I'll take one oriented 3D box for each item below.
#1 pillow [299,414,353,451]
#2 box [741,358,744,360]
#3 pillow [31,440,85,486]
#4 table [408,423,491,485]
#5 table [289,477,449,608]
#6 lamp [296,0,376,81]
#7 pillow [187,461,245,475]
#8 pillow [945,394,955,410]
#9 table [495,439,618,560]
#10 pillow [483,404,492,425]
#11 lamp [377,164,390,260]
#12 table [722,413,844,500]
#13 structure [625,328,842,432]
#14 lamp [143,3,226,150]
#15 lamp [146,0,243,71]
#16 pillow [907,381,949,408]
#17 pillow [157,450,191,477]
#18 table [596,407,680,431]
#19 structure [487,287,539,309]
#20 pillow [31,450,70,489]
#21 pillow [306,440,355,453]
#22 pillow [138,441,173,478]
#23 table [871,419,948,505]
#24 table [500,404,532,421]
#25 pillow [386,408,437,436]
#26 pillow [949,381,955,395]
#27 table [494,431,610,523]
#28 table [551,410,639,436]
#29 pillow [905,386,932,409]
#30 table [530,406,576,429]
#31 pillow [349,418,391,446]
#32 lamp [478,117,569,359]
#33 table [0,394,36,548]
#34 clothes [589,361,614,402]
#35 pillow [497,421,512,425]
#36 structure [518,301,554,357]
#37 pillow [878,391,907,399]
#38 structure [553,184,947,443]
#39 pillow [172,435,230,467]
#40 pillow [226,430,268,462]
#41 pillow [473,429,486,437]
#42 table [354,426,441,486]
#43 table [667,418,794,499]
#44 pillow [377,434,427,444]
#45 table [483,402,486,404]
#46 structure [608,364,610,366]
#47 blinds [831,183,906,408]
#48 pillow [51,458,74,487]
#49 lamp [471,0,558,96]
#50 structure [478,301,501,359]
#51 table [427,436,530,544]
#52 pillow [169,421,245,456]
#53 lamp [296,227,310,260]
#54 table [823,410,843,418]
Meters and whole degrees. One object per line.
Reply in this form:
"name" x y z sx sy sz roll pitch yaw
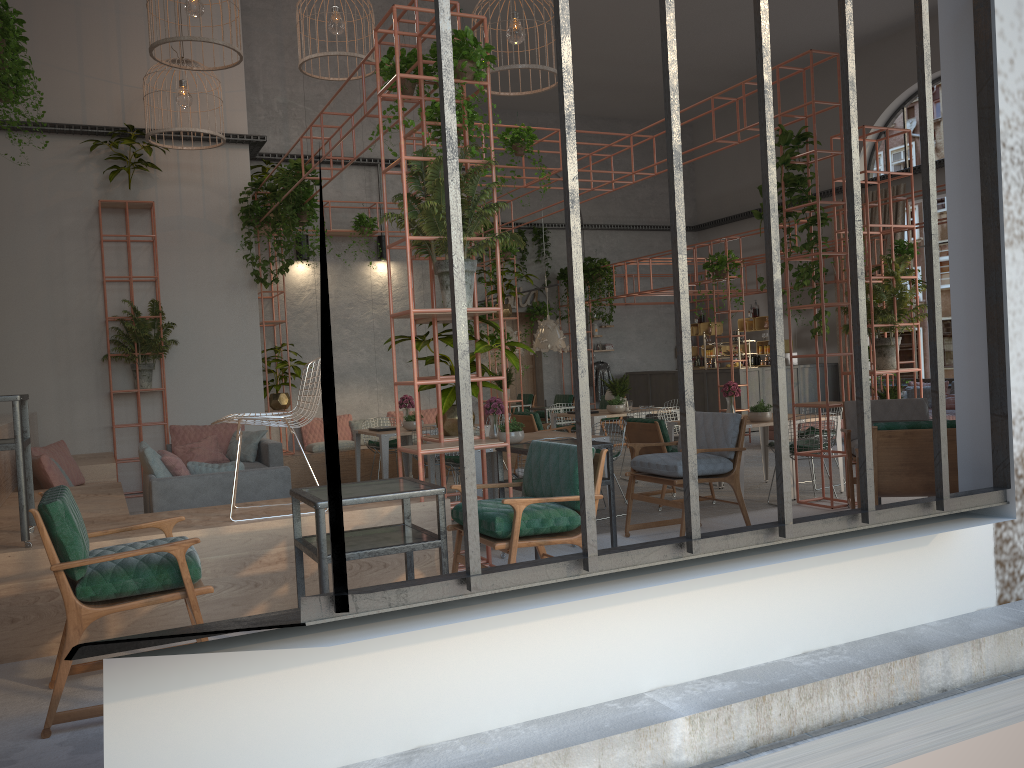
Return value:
"pillow" -2.672 0.693 12.927 0.839 0.474 0.276 -4 2 -35
"box" 5.108 -0.539 19.732 0.058 0.093 0.122 -3 1 -14
"pillow" -4.507 0.814 8.776 0.276 0.474 0.839 -3 1 -5
"table" -0.795 0.935 11.171 0.694 0.830 1.214 -4 1 -25
"table" -0.696 0.909 4.359 0.635 0.798 0.602 -4 1 -25
"lamp" -2.062 -5.315 10.028 0.883 3.476 0.883 -2 1 27
"pillow" -2.321 0.763 7.095 0.499 0.324 0.307 -3 1 10
"pillow" 7.273 0.270 14.614 0.441 0.317 0.479 -4 2 -44
"table" 0.305 0.816 6.133 0.635 0.798 0.602 -4 1 -25
"pillow" -0.524 0.542 14.588 0.276 0.474 0.839 -4 2 -35
"lamp" -1.948 -2.572 13.254 0.179 1.425 0.185 -4 1 -25
"table" 2.956 0.772 9.857 0.694 0.830 1.214 -4 1 -25
"structure" 4.687 -0.130 19.423 2.579 2.022 4.057 -4 1 -25
"lamp" -3.912 -4.585 10.357 0.883 3.476 0.883 -2 1 27
"lamp" -3.241 -5.007 8.818 0.883 3.476 0.883 -2 1 27
"pillow" 7.187 0.189 15.444 0.276 0.474 0.839 -4 1 -25
"pillow" -2.696 0.731 7.181 0.289 0.385 0.666 -4 1 -25
"table" 1.755 0.770 12.369 0.694 0.830 1.214 -4 1 -25
"structure" 0.007 -1.953 20.009 1.312 0.505 0.063 -4 1 -25
"pillow" -3.963 0.810 7.617 0.276 0.474 0.839 -4 2 -35
"pillow" -2.548 0.883 12.517 0.637 0.149 0.491 -4 1 -24
"pillow" -2.839 0.708 7.128 0.276 0.474 0.839 -4 1 -25
"table" 2.838 0.676 6.270 0.602 0.798 0.635 -3 1 15
"table" -0.007 0.802 16.864 0.635 0.798 0.602 -4 1 -25
"pillow" -1.496 0.619 13.431 0.839 0.474 0.276 -3 1 -5
"pillow" 7.562 0.189 14.619 0.273 0.476 0.836 -4 1 -25
"table" 0.366 0.926 8.694 0.694 0.830 1.214 -4 1 -25
"table" 1.128 0.811 12.070 0.694 0.830 1.205 -4 1 -25
"pillow" 7.047 0.230 15.393 0.289 0.385 0.666 -4 1 -25
"table" 0.739 0.796 15.276 0.635 0.798 0.602 -4 1 -25
"pillow" -2.079 0.704 13.181 0.666 0.385 0.289 -4 1 -30
"lamp" -0.218 -2.526 16.829 0.704 4.052 4.456 -4 1 -25
"table" -2.908 0.473 4.700 0.635 0.798 0.602 -4 1 -25
"clothes" 2.133 -0.041 20.883 0.366 0.997 0.625 -2 2 45
"pillow" -0.178 0.703 14.869 0.491 0.149 0.637 -4 1 -24
"structure" 0.551 -1.358 20.369 0.950 1.527 0.921 -4 1 -27
"pillow" 6.678 0.298 15.480 0.500 0.324 0.307 -3 1 10
"structure" 5.754 -0.893 14.730 4.157 4.247 14.689 -4 1 -25
"pillow" -3.458 0.749 9.861 0.479 0.317 0.441 -4 2 -44
"pillow" -3.028 0.704 10.003 0.495 0.349 0.308 -3 1 25
"pillow" -0.682 0.762 13.394 0.637 0.149 0.491 -4 1 -24
"table" -1.423 0.975 10.871 0.694 0.830 1.205 -4 1 -25
"table" 2.328 0.813 9.558 0.694 0.830 1.205 -4 1 -25
"pillow" -1.601 0.822 12.962 0.637 0.149 0.491 -4 1 -24
"table" -0.753 0.807 18.452 0.635 0.798 0.602 -4 1 -25
"structure" 2.294 -0.458 21.052 0.066 0.044 0.019 -4 1 -25
"blinds" 7.547 -1.515 15.672 0.414 4.389 4.957 -4 1 -24
"pillow" -4.227 0.857 8.235 0.289 0.385 0.666 -4 1 -30
"lamp" -0.035 -4.763 8.875 0.883 3.476 0.883 -2 1 27
"structure" -0.625 -1.301 19.769 0.921 1.527 0.950 -3 1 8
"table" -0.260 0.966 8.396 0.694 0.830 1.205 -4 1 -25
"pillow" -3.468 0.678 10.152 0.836 0.476 0.273 -4 1 -25
"lamp" -3.040 -2.502 12.741 0.179 1.425 0.185 -4 1 -25
"table" 5.783 0.697 15.033 0.520 0.455 0.916 -4 1 -25
